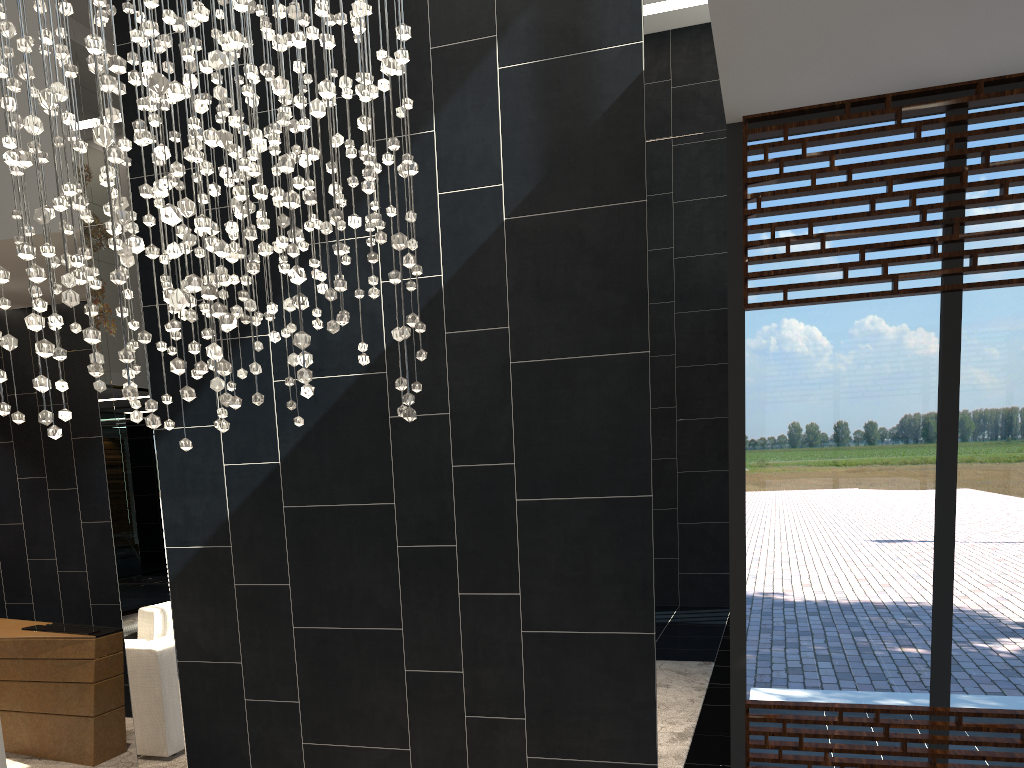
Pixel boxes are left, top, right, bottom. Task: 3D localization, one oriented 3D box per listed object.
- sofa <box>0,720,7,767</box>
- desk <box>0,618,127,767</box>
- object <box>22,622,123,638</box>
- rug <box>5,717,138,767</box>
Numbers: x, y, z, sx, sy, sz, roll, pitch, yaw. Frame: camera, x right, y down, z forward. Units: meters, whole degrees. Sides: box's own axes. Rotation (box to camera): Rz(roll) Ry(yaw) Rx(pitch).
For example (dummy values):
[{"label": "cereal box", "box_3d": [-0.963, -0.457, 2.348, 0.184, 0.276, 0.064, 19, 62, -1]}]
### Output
[{"label": "sofa", "box_3d": [-3.840, 1.807, 3.758, 2.853, 0.694, 1.278, -4, -3, 17]}, {"label": "desk", "box_3d": [-3.387, 1.940, 5.588, 2.245, 0.763, 0.978, -4, -1, 17]}, {"label": "object", "box_3d": [-2.679, 1.503, 5.284, 0.712, 0.027, 0.239, -5, -6, 28]}, {"label": "rug", "box_3d": [-3.910, 2.119, 3.318, 3.216, 0.006, 5.852, -4, -6, 17]}]
